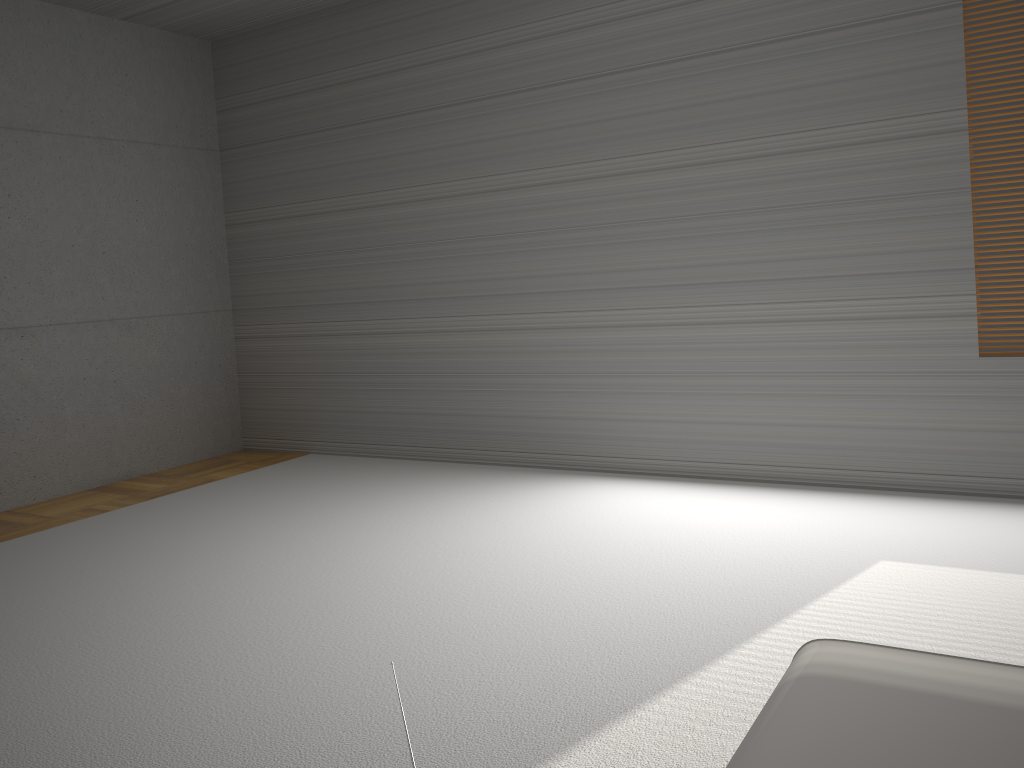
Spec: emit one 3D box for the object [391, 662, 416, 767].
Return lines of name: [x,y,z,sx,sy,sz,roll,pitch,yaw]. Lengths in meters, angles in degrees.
object: [-0.211,0.730,1.627,0.090,0.365,0.186,-5,3,-17]

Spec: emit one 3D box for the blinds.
blinds: [3.272,-1.037,3.523,3.527,2.038,0.012,0,4,32]

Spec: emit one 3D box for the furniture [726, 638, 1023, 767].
furniture: [0.642,0.851,0.281,1.611,0.520,2.183,0,8,32]
